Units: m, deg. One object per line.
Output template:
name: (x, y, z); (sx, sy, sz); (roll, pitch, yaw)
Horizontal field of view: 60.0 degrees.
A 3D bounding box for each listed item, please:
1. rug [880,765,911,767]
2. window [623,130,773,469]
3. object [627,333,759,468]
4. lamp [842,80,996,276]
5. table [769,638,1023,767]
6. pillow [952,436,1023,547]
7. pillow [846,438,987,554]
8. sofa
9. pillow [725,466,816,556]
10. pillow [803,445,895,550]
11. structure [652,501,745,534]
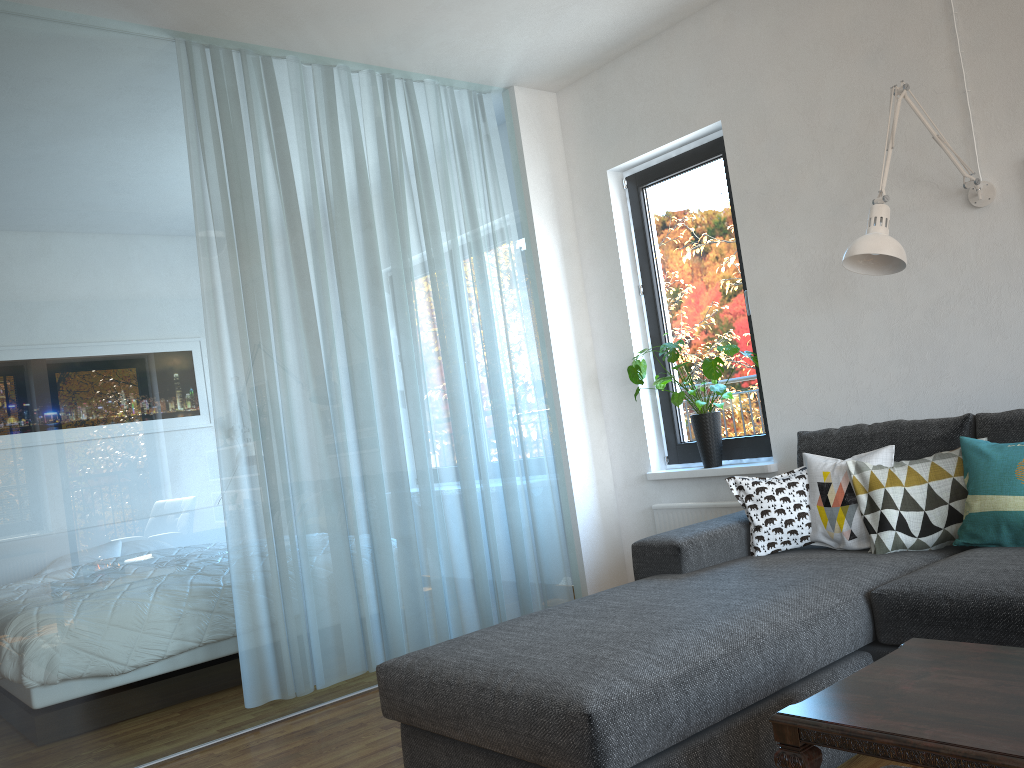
rug: (1.163, 0.914, 1.300); (1.051, 0.034, 1.815); (-6, -4, -40)
window: (7.698, 1.466, 16.493); (24.356, 18.361, 13.995); (-7, -3, -34)
object: (0.847, 0.073, 4.192); (0.658, 0.675, 0.447); (-10, -3, 41)
lamp: (1.375, -0.717, 3.081); (0.697, 0.669, 0.200); (-7, -3, -31)
table: (1.090, 0.721, 1.384); (0.569, 0.409, 1.181); (-6, -4, -40)
pillow: (1.578, 0.319, 2.712); (0.272, 0.340, 0.415); (-6, -3, -40)
pillow: (1.382, 0.386, 2.969); (0.454, 0.362, 0.242); (-9, -2, 17)
sofa: (1.210, 0.533, 2.179); (2.161, 0.847, 2.512); (-6, -4, -40)
pillow: (0.973, 0.466, 3.215); (0.334, 0.319, 0.160); (-8, -2, -4)
pillow: (1.175, 0.403, 3.105); (0.172, 0.344, 0.360); (-6, -3, -40)
structure: (1.010, 0.783, 4.167); (0.076, 0.459, 0.818); (-6, -3, -42)
